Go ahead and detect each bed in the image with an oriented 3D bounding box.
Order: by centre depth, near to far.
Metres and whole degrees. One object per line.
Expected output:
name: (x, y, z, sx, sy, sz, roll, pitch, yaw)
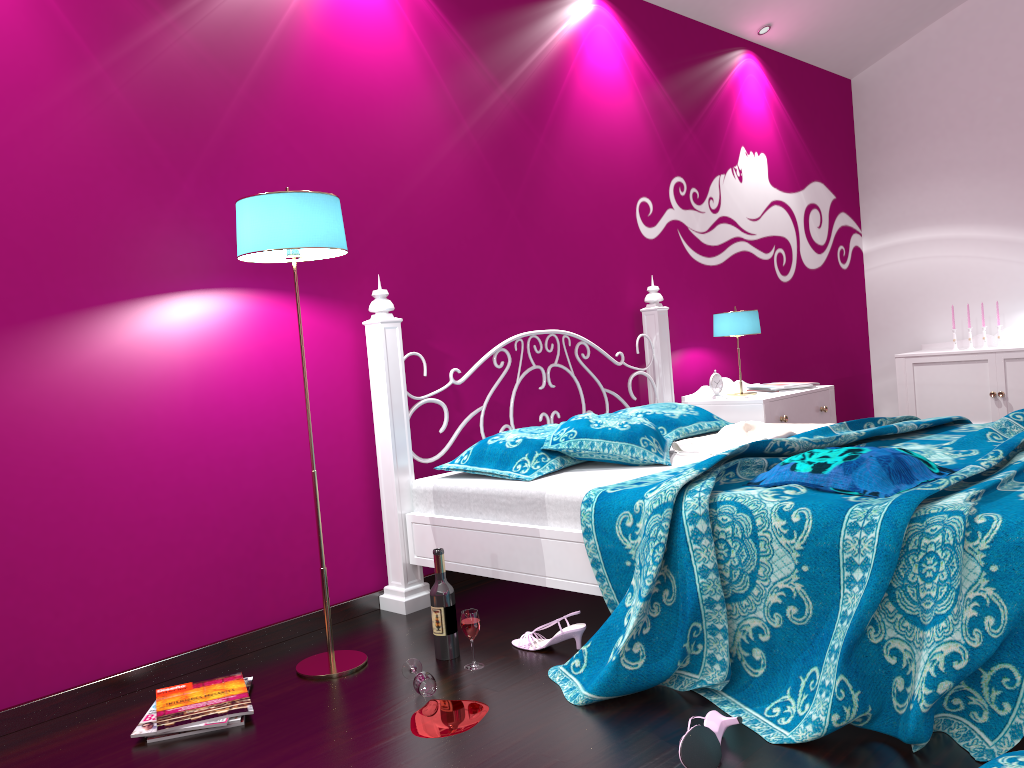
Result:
bed: (0.895, 0.095, 2.810, 2.317, 1.143, 2.167, -3, 3, 44)

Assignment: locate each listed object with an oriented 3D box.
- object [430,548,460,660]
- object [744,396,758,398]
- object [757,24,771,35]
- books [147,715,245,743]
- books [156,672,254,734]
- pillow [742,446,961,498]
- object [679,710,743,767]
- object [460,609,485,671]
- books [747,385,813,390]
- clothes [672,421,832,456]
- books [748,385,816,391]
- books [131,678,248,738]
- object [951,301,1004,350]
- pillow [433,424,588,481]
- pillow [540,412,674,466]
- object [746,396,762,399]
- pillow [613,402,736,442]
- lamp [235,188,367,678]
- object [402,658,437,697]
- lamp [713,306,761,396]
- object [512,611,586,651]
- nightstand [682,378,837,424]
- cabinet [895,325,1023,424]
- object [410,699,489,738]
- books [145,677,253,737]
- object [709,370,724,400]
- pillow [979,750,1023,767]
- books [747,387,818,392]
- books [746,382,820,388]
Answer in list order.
object: (-0.196, 0.620, 2.513, 0.070, 0.307, 0.070, -4, 2, 21)
object: (1.126, 0.062, 4.163, 0.073, 0.003, 0.073, -5, 2, 7)
object: (1.423, -2.015, 5.024, 0.085, 0.058, 0.080, -3, 3, 44)
books: (-0.796, 0.831, 2.265, 0.220, 0.007, 0.300, -6, 2, -16)
books: (-0.791, 0.812, 2.269, 0.221, 0.012, 0.300, -6, 2, -22)
pillow: (0.888, 0.224, 2.306, 0.404, 0.127, 0.425, -6, 3, -36)
object: (0.380, 0.710, 1.791, 0.100, 0.086, 0.247, -3, 3, 38)
object: (-0.109, 0.694, 2.411, 0.056, 0.153, 0.056, -5, 2, -7)
books: (1.359, 0.013, 4.511, 0.220, 0.007, 0.300, -5, 2, -7)
clothes: (0.985, 0.328, 3.328, 0.553, 0.376, 1.036, -3, 3, 39)
books: (1.375, 0.017, 4.531, 0.220, 0.007, 0.300, -5, 2, -10)
books: (-0.810, 0.818, 2.256, 0.220, 0.007, 0.300, -5, 2, -7)
object: (2.835, -0.358, 5.418, 0.285, 0.284, 0.043, -3, 3, 33)
pillow: (0.111, 0.220, 3.136, 0.401, 0.141, 0.717, -3, 3, 39)
pillow: (0.336, 0.184, 3.052, 0.418, 0.176, 0.404, -4, 2, 12)
object: (1.122, 0.063, 4.109, 0.073, 0.006, 0.073, -5, 2, 7)
pillow: (0.614, 0.156, 3.669, 0.717, 0.141, 0.401, -7, 3, -44)
lamp: (-0.569, 0.127, 2.494, 0.303, 1.352, 0.303, -5, 2, -1)
object: (-0.238, 0.758, 2.286, 0.056, 0.056, 0.153, -6, 2, -21)
lamp: (1.115, -0.164, 4.369, 0.229, 0.438, 0.229, -5, 2, -1)
object: (0.096, 0.694, 2.515, 0.241, 0.110, 0.089, -3, 3, 35)
nightstand: (1.257, 0.267, 4.399, 0.455, 0.616, 0.742, -3, 3, 44)
cabinet: (2.976, 0.026, 5.309, 1.142, 0.734, 0.506, -3, 3, 44)
object: (-0.156, 0.788, 2.088, 0.184, 0.007, 0.221, -4, 2, 17)
books: (-0.793, 0.823, 2.276, 0.220, 0.007, 0.300, -5, 2, -10)
object: (0.981, 0.002, 4.261, 0.106, 0.140, 0.033, -7, 3, -43)
pillow: (0.892, 0.683, 1.368, 0.417, 0.101, 0.401, -6, 3, -30)
books: (1.372, 0.025, 4.520, 0.220, 0.007, 0.300, -6, 2, -16)
books: (1.378, 0.006, 4.524, 0.221, 0.012, 0.300, -6, 2, -22)
